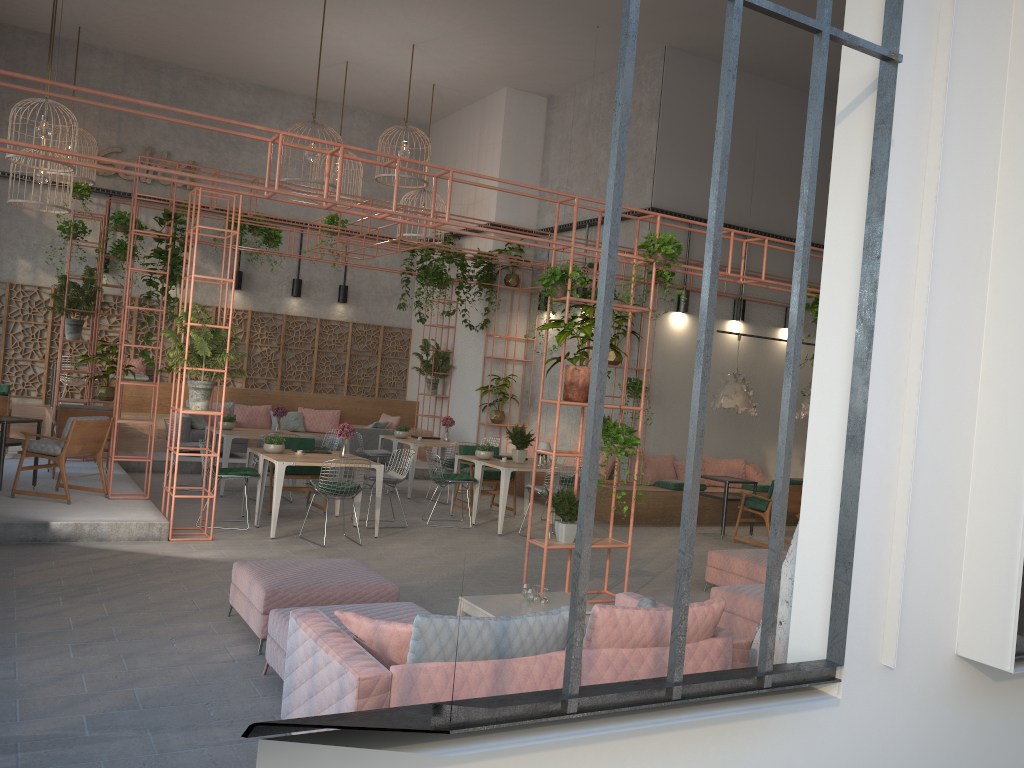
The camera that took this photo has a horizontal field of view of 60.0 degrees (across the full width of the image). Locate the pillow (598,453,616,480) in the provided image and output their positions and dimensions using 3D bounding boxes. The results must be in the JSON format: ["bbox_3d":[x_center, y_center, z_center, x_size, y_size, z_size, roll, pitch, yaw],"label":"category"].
[{"bbox_3d":[1.395,1.305,14.176,0.289,0.385,0.666,5,0,-34],"label":"pillow"}]

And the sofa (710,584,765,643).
[{"bbox_3d":[2.882,1.809,6.744,2.219,0.672,1.960,5,0,-29],"label":"sofa"}]

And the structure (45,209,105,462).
[{"bbox_3d":[-6.466,-0.711,12.860,0.722,3.623,0.748,5,0,-30],"label":"structure"}]

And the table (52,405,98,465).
[{"bbox_3d":[-6.060,0.735,12.361,0.602,0.798,0.635,5,0,-30],"label":"table"}]

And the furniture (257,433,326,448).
[{"bbox_3d":[-3.883,1.093,15.570,0.975,0.446,0.941,5,0,-30],"label":"furniture"}]

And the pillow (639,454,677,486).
[{"bbox_3d":[2.288,1.339,13.845,0.839,0.474,0.276,5,0,-39],"label":"pillow"}]

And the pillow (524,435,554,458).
[{"bbox_3d":[0.468,1.170,15.858,0.276,0.474,0.839,5,0,-39],"label":"pillow"}]

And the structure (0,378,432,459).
[{"bbox_3d":[-5.413,0.628,15.701,9.152,1.111,3.396,5,0,-30],"label":"structure"}]

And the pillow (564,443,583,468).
[{"bbox_3d":[1.063,1.226,14.724,0.276,0.474,0.839,5,0,-9],"label":"pillow"}]

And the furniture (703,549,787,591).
[{"bbox_3d":[2.555,1.884,8.619,0.976,0.446,0.941,5,0,-30],"label":"furniture"}]

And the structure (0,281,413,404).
[{"bbox_3d":[-5.885,-0.470,17.297,9.782,2.103,0.132,5,0,-30],"label":"structure"}]

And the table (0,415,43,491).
[{"bbox_3d":[-5.722,0.771,9.843,0.635,0.798,0.602,5,0,10],"label":"table"}]

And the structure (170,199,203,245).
[{"bbox_3d":[-5.955,-3.008,16.196,0.605,0.972,0.587,5,0,-31],"label":"structure"}]

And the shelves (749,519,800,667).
[{"bbox_3d":[1.903,1.258,5.145,0.842,1.618,0.856,5,0,-30],"label":"shelves"}]

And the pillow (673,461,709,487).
[{"bbox_3d":[2.851,1.434,14.145,0.666,0.385,0.289,5,0,-34],"label":"pillow"}]

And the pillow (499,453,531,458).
[{"bbox_3d":[0.049,1.321,15.713,0.491,0.149,0.637,5,0,-29],"label":"pillow"}]

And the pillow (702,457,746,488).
[{"bbox_3d":[3.418,1.437,14.442,0.839,0.474,0.276,5,0,-9],"label":"pillow"}]

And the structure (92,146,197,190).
[{"bbox_3d":[-6.835,-4.092,16.554,1.807,0.695,0.087,5,0,-30],"label":"structure"}]

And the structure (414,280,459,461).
[{"bbox_3d":[-1.515,-0.285,17.605,0.424,3.596,0.624,5,0,-30],"label":"structure"}]

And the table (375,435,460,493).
[{"bbox_3d":[-1.509,1.304,14.467,1.205,0.830,0.694,5,0,-30],"label":"table"}]

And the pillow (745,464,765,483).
[{"bbox_3d":[3.960,1.531,14.780,0.666,0.385,0.289,5,0,-34],"label":"pillow"}]

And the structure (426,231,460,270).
[{"bbox_3d":[-1.395,-2.629,17.469,0.903,0.803,0.934,5,0,32],"label":"structure"}]

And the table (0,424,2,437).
[{"bbox_3d":[-7.901,0.569,13.221,0.602,0.798,0.635,5,0,-30],"label":"table"}]

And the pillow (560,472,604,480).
[{"bbox_3d":[1.069,1.416,13.919,0.491,0.149,0.637,5,0,-29],"label":"pillow"}]

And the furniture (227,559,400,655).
[{"bbox_3d":[-1.425,1.536,6.340,0.976,0.446,0.941,5,0,-30],"label":"furniture"}]

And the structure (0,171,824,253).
[{"bbox_3d":[0.466,-2.789,11.950,15.203,0.110,15.603,5,0,-30],"label":"structure"}]

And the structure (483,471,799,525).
[{"bbox_3d":[2.882,1.870,15.910,5.831,0.500,4.386,5,0,-30],"label":"structure"}]

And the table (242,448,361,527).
[{"bbox_3d":[-2.518,1.236,10.620,1.205,0.830,0.694,5,0,-30],"label":"table"}]

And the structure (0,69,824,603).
[{"bbox_3d":[3.051,0.328,7.529,14.689,4.247,4.157,5,0,-30],"label":"structure"}]

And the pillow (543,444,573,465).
[{"bbox_3d":[0.763,1.246,15.290,0.289,0.385,0.666,5,0,-34],"label":"pillow"}]

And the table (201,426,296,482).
[{"bbox_3d":[-3.876,1.097,13.112,1.205,0.830,0.694,5,0,-30],"label":"table"}]

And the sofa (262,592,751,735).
[{"bbox_3d":[-0.177,1.541,4.992,2.219,0.672,1.960,5,0,-29],"label":"sofa"}]

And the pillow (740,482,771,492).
[{"bbox_3d":[4.071,1.681,14.389,0.637,0.149,0.491,5,0,-29],"label":"pillow"}]

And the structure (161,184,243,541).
[{"bbox_3d":[-3.248,-0.216,9.255,0.424,3.602,0.624,5,0,-30],"label":"structure"}]

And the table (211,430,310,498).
[{"bbox_3d":[-3.530,1.129,12.510,1.214,0.830,0.694,5,0,-30],"label":"table"}]

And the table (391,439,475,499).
[{"bbox_3d":[-1.162,1.336,13.864,1.214,0.830,0.694,5,0,-30],"label":"table"}]

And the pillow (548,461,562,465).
[{"bbox_3d":[0.567,1.369,14.802,0.491,0.149,0.637,5,0,-29],"label":"pillow"}]

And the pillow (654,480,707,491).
[{"bbox_3d":[2.573,1.550,13.531,0.637,0.149,0.491,5,0,-29],"label":"pillow"}]

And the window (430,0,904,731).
[{"bbox_3d":[-0.153,-1.690,2.629,4.126,5.544,0.089,5,0,-30],"label":"window"}]

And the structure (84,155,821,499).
[{"bbox_3d":[0.755,-0.454,14.874,14.096,4.345,4.501,5,0,-31],"label":"structure"}]

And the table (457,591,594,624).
[{"bbox_3d":[0.113,1.676,5.860,0.916,0.455,0.520,5,0,-30],"label":"table"}]

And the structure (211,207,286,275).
[{"bbox_3d":[-4.953,-2.761,16.723,1.434,1.290,0.670,5,0,-30],"label":"structure"}]

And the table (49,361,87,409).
[{"bbox_3d":[-7.674,0.034,15.426,0.602,0.798,0.635,5,0,-30],"label":"table"}]

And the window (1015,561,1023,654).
[{"bbox_3d":[4.456,-1.290,5.268,4.127,5.538,0.089,5,0,-30],"label":"window"}]

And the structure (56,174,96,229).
[{"bbox_3d":[-7.502,-3.144,15.309,0.605,0.972,0.587,5,0,-31],"label":"structure"}]
